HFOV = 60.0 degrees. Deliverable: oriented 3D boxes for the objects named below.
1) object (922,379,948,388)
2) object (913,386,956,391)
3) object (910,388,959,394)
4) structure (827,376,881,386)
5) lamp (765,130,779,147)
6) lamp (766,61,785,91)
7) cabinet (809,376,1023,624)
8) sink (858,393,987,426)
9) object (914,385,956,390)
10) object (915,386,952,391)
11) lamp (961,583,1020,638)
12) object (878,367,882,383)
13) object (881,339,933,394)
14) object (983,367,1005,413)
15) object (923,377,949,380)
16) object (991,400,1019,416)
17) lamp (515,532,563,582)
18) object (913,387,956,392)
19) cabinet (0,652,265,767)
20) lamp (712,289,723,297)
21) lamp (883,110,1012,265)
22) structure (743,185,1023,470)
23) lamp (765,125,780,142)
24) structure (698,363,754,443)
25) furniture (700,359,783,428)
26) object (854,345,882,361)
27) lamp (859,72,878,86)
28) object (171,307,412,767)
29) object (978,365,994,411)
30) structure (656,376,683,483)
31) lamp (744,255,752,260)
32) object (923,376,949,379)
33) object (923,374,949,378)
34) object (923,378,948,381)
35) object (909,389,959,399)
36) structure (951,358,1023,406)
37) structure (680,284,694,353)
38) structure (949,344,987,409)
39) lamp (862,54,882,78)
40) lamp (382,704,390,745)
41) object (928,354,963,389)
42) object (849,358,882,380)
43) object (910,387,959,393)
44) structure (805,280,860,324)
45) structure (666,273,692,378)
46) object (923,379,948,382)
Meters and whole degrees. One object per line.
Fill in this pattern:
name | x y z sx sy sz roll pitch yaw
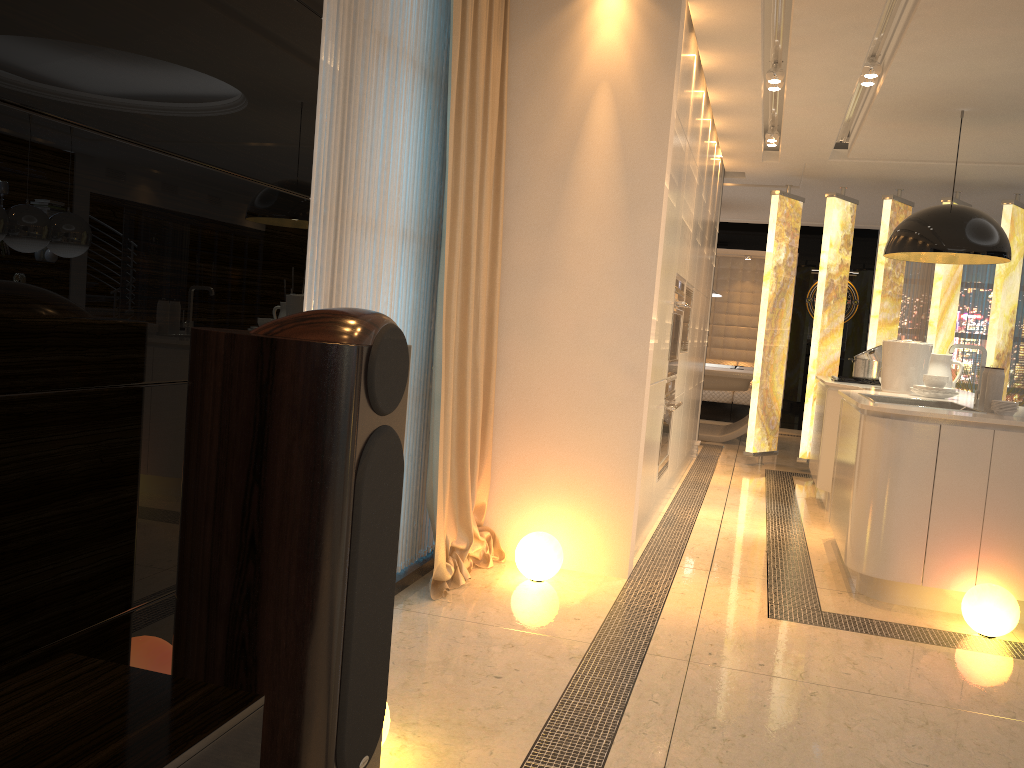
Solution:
object | 2.466 0.005 5.172 0.138 0.051 0.138 3 5 -27
object | 2.463 0.034 5.174 0.229 0.016 0.229 1 6 -45
object | 2.462 0.056 5.176 0.264 0.033 0.264 4 4 -15
structure | 2.657 -0.023 6.664 0.502 0.026 0.811 6 4 15
lamp | 2.049 -1.934 6.978 0.107 0.127 0.107 6 4 12
lamp | 1.587 -1.856 5.346 0.107 0.127 0.270 6 4 15
cabinet | 2.496 0.502 5.538 1.046 0.887 3.752 6 4 15
sink | 2.027 0.165 4.462 0.485 0.152 0.738 6 4 15
object | 2.464 0.025 5.173 0.229 0.016 0.229 1 6 -45
object | 2.464 0.030 5.173 0.229 0.016 0.229 1 6 -45
lamp | 1.970 0.930 3.652 0.212 0.214 0.213 3 4 -24
object | 2.510 -0.049 5.801 0.211 0.174 0.211 3 5 -27
object | 2.431 -0.111 5.486 0.288 0.330 0.288 7 5 33
object | 2.247 0.025 4.130 0.071 0.219 0.071 5 4 6
object | 2.468 -0.012 5.171 0.138 0.051 0.138 3 5 -27
object | 2.248 0.110 4.045 0.111 0.062 0.111 8 5 37
lamp | 0.119 0.758 3.904 0.212 0.214 0.213 3 4 -24
object | 2.463 0.039 5.174 0.229 0.016 0.229 1 6 -45
cabinet | -1.034 0.806 0.246 0.416 0.444 2.842 6 4 15
lamp | 1.684 -1.574 10.283 1.578 0.995 0.939 6 4 16
lamp | 2.705 -1.218 5.428 0.710 0.898 0.710 7 5 26
structure | 3.295 -0.436 7.866 2.180 2.555 0.448 6 4 15
lamp | 2.004 -1.926 6.820 0.107 0.127 0.107 5 4 -3
structure | 1.541 0.109 10.386 2.912 0.812 1.659 6 4 15
furniture | 3.141 0.095 12.526 1.312 0.810 1.107 6 4 15
object | 2.688 -0.193 6.644 0.256 0.212 0.249 1 5 -39
lamp | 2.076 -1.802 5.163 0.107 0.127 0.107 5 4 -3
object | -0.491 0.397 1.815 0.468 1.127 0.285 6 4 15
object | 2.276 0.020 4.232 0.071 0.219 0.071 4 4 -8
structure | 0.711 0.236 5.434 0.595 0.597 0.609 6 4 15
lamp | 3.363 -1.829 12.614 0.107 0.127 0.107 5 4 -3
object | 2.468 -0.017 5.170 0.138 0.051 0.138 3 5 -27
object | 2.469 -0.023 5.170 0.138 0.051 0.138 3 5 -27
object | 2.467 -0.006 5.171 0.138 0.051 0.138 3 5 -27
object | 2.462 0.062 5.176 0.264 0.033 0.264 4 4 -15
structure | 5.562 0.280 10.432 1.275 1.142 1.282 3 5 -28
structure | 0.981 -0.461 6.100 0.446 0.450 0.659 6 4 15
structure | 2.239 -0.038 4.365 0.177 0.310 0.089 6 4 15
lamp | 2.032 -1.794 5.006 0.107 0.127 0.107 5 4 -3
lamp | -0.409 0.835 2.195 0.212 0.214 0.213 3 4 -24
object | 2.691 -0.060 5.587 0.211 0.254 0.183 3 4 -22
object | 2.689 -0.106 6.651 0.253 0.147 0.266 2 5 -31
object | 2.463 0.050 5.175 0.264 0.033 0.264 4 4 -15
structure | 4.182 -1.083 11.579 0.669 0.669 0.048 6 4 15
structure | 0.762 -0.370 5.391 0.595 0.597 0.609 6 4 15
object | 2.467 0.000 5.172 0.138 0.051 0.138 3 5 -27
